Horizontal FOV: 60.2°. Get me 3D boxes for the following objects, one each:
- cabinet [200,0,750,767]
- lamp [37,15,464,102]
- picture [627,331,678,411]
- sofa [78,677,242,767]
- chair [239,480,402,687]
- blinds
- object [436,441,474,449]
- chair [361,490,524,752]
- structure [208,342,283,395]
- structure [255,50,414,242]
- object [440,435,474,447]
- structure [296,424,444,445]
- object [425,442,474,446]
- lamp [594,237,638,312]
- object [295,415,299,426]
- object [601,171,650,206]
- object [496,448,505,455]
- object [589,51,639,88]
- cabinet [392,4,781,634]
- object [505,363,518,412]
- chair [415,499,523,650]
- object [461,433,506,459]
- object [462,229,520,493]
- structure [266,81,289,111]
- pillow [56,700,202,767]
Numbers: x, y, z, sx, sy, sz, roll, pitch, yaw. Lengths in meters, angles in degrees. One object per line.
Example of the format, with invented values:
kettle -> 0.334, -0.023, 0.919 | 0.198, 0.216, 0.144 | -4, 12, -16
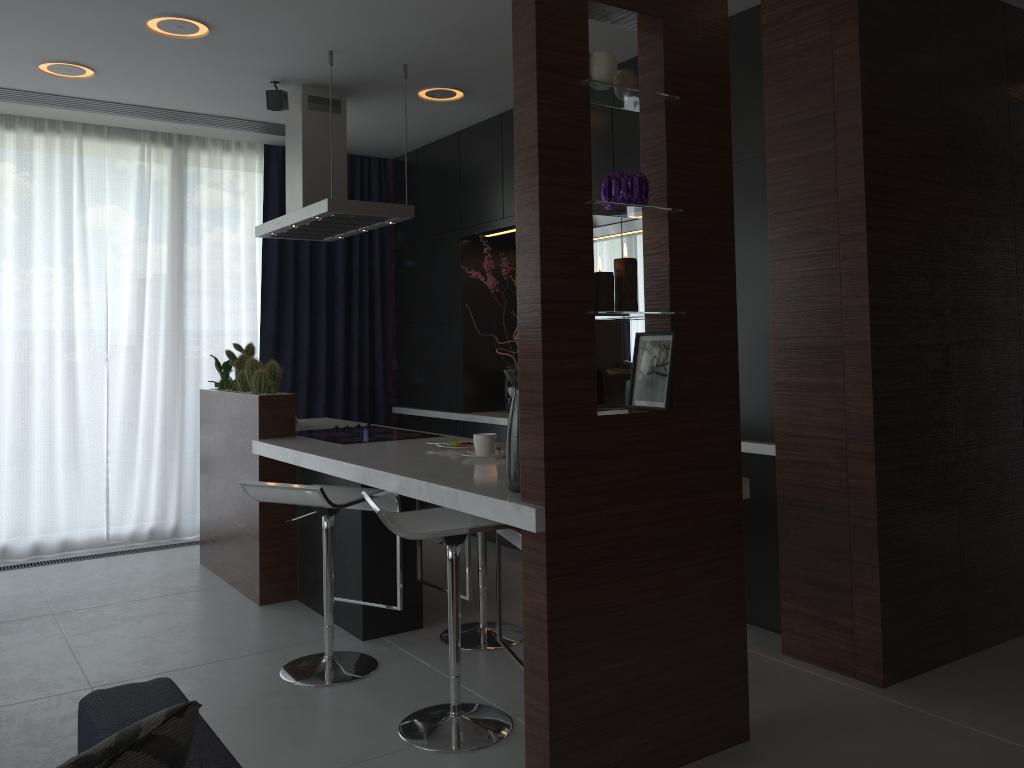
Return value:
cabinet -> -0.538, -0.259, 3.807 | 0.786, 2.558, 3.329 | 1, -1, -34
lamp -> 0.827, -1.523, 3.792 | 5.338, 0.084, 9.588 | 1, 3, 42
picture -> 0.398, -0.038, 2.518 | 0.051, 0.222, 0.175 | 0, -1, -30
sofa -> -1.871, 0.850, 0.984 | 2.874, 0.610, 1.896 | -2, 2, -34
chair -> -0.700, 0.688, 3.234 | 0.395, 0.711, 0.463 | -2, -2, 29
blinds -> -1.557, -0.276, 1.937 | 5.800, 2.779, 7.126 | -2, 2, -30
object -> -0.190, 0.252, 3.583 | 0.238, 0.019, 0.238 | 0, 3, 28
chair -> -0.212, 0.699, 2.739 | 0.464, 0.711, 0.395 | -1, -2, -16
structure -> -1.398, -0.083, 4.577 | 0.222, 0.287, 0.999 | 0, 1, -31
structure -> -0.955, -1.185, 4.600 | 0.446, 0.762, 1.042 | 0, 0, -34
object -> 0.090, 0.109, 4.375 | 0.140, 0.222, 1.878 | -2, 2, 21
structure -> -0.735, 0.252, 4.247 | 0.504, 0.057, 0.763 | -3, 3, -34
object -> -0.241, 0.243, 3.575 | 0.248, 0.008, 0.026 | 0, 2, 25
lamp -> 0.278, -0.302, 2.454 | 0.153, 0.211, 0.077 | -1, -2, -22
object -> -1.339, 0.156, 4.859 | 0.222, 0.145, 0.343 | -2, 2, -34
object -> 0.318, -0.539, 2.475 | 0.134, 0.098, 0.132 | -1, 0, 6
object -> -0.049, 0.255, 3.292 | 0.036, 0.012, 0.165 | -1, 2, -9
object -> 0.286, -0.857, 2.462 | 0.088, 0.086, 0.218 | -1, 1, 39
cabinet -> 0.401, -0.327, 5.064 | 0.705, 2.560, 3.473 | 1, -1, -34
object -> 0.078, 0.023, 5.494 | 0.214, 0.313, 0.269 | -2, -1, 41
chair -> -0.091, 0.647, 3.607 | 0.464, 0.743, 0.395 | 0, -2, -38
object -> -0.099, 0.228, 3.263 | 0.182, 0.087, 0.182 | 0, 2, 32
object -> -0.014, -0.068, 2.521 | 0.197, 0.737, 0.387 | -3, -2, 37
structure -> -1.215, -1.483, 4.572 | 0.084, 0.143, 0.114 | -1, -1, 6
pillow -> -0.596, 0.628, 1.047 | 0.221, 0.387, 0.415 | -2, 0, 26
